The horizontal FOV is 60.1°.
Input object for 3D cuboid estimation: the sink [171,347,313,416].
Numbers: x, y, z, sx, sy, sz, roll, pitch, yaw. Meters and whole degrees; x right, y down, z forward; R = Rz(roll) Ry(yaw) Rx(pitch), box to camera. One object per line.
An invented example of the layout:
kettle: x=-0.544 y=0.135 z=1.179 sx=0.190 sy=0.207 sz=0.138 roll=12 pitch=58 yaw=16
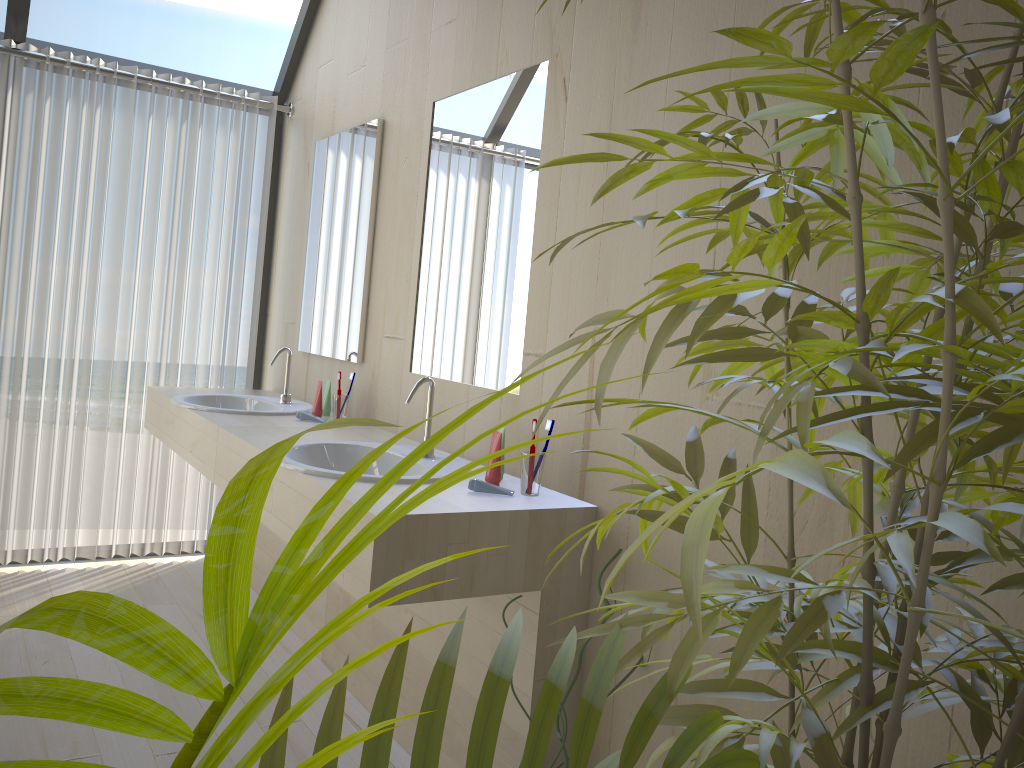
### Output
sink: x=-1.002 y=0.061 z=3.304 sx=0.503 sy=0.419 sz=0.576 roll=4 pitch=3 yaw=-29

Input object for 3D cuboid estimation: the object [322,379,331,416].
object: x=-0.671 y=0.051 z=3.215 sx=0.039 sy=0.135 sz=0.039 roll=5 pitch=1 yaw=16

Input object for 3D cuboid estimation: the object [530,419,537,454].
object: x=0.045 y=0.167 z=2.000 sx=0.012 sy=0.178 sz=0.050 roll=5 pitch=0 yaw=7

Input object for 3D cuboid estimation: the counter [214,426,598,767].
counter: x=-0.378 y=0.594 z=2.337 sx=0.549 sy=0.790 sz=1.209 roll=4 pitch=3 yaw=-32

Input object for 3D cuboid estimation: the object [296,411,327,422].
object: x=-0.684 y=0.111 z=3.021 sx=0.104 sy=0.029 sz=0.032 roll=6 pitch=2 yaw=8

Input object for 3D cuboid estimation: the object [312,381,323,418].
object: x=-0.678 y=0.057 z=3.102 sx=0.039 sy=0.135 sz=0.039 roll=5 pitch=1 yaw=16

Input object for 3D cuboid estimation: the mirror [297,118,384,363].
mirror: x=-0.674 y=-0.539 z=3.414 sx=0.023 sy=0.868 sz=0.655 roll=5 pitch=1 yaw=-32

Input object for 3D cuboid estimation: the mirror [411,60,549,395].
mirror: x=-0.103 y=-0.434 z=2.550 sx=0.023 sy=0.868 sz=0.655 roll=5 pitch=1 yaw=-32

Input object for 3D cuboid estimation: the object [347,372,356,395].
object: x=-0.573 y=0.046 z=3.053 sx=0.054 sy=0.175 sz=0.012 roll=5 pitch=0 yaw=-7

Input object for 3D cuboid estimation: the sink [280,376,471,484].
sink: x=-0.364 y=0.183 z=2.282 sx=0.503 sy=0.419 sz=0.576 roll=4 pitch=3 yaw=-29

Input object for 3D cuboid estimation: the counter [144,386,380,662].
counter: x=-1.016 y=0.473 z=3.360 sx=0.549 sy=0.790 sz=1.209 roll=4 pitch=3 yaw=-32

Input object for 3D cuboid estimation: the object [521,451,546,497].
object: x=0.045 y=0.207 z=2.030 sx=0.058 sy=0.100 sz=0.059 roll=5 pitch=1 yaw=-22

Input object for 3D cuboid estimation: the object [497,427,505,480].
object: x=-0.034 y=0.172 z=2.193 sx=0.039 sy=0.135 sz=0.039 roll=5 pitch=1 yaw=9

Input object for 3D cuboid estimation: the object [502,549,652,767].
object: x=0.107 y=0.690 z=1.773 sx=0.406 sy=0.749 sz=0.274 roll=4 pitch=1 yaw=-44

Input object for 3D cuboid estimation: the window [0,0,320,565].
window: x=-2.903 y=-0.684 z=2.698 sx=4.551 sy=2.812 sz=0.747 roll=3 pitch=1 yaw=-32

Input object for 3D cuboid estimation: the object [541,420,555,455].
object: x=0.064 y=0.168 z=2.031 sx=0.054 sy=0.175 sz=0.012 roll=5 pitch=0 yaw=-7

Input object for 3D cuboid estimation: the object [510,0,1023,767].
object: x=0.360 y=0.264 z=0.800 sx=0.786 sy=1.756 sz=0.937 roll=5 pitch=1 yaw=-7

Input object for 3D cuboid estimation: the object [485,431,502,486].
object: x=-0.041 y=0.179 z=2.080 sx=0.039 sy=0.135 sz=0.039 roll=5 pitch=1 yaw=9

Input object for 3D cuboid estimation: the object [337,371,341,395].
object: x=-0.593 y=0.045 z=3.022 sx=0.012 sy=0.178 sz=0.050 roll=5 pitch=0 yaw=7

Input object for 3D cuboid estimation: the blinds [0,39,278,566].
blinds: x=-1.668 y=-0.298 z=3.722 sx=1.180 sy=2.070 sz=0.084 roll=4 pitch=1 yaw=-32

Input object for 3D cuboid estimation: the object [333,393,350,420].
object: x=-0.593 y=0.086 z=3.052 sx=0.058 sy=0.100 sz=0.058 roll=4 pitch=1 yaw=-25

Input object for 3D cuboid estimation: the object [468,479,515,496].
object: x=-0.047 y=0.233 z=1.999 sx=0.104 sy=0.029 sz=0.032 roll=6 pitch=2 yaw=8

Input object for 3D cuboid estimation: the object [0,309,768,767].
object: x=-0.275 y=0.524 z=0.369 sx=0.916 sy=1.156 sz=0.751 roll=5 pitch=1 yaw=1
